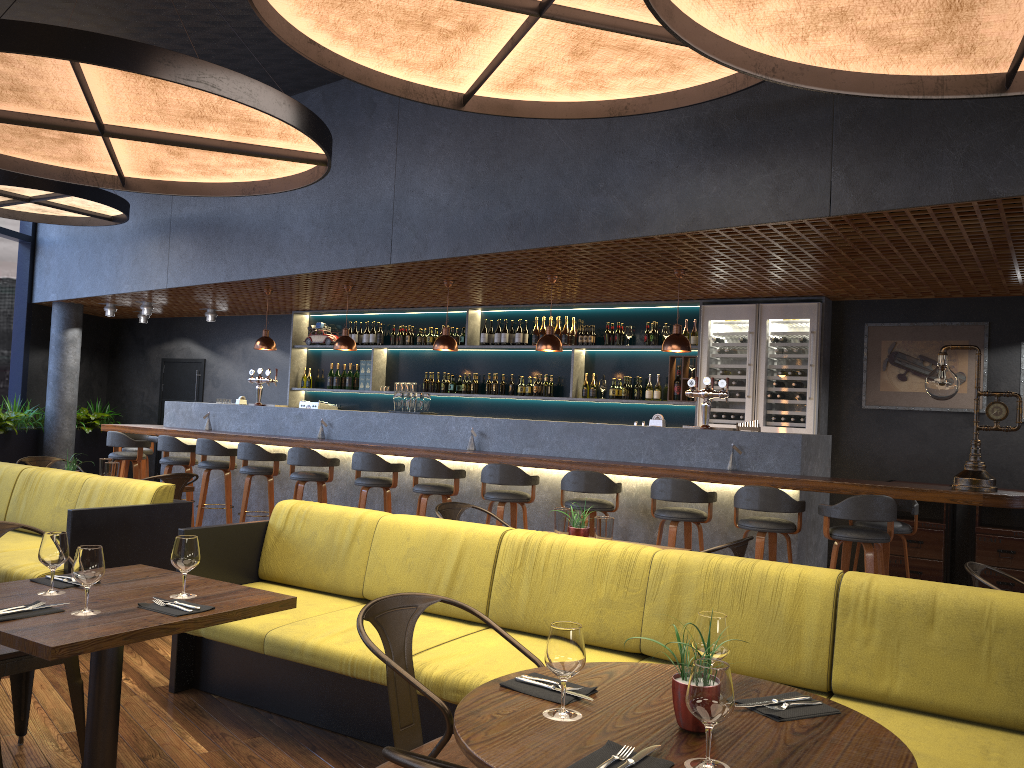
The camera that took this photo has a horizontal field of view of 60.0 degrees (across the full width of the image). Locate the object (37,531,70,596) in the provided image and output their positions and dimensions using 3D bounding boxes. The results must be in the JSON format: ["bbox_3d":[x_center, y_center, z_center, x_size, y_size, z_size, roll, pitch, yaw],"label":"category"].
[{"bbox_3d":[-1.566,0.611,3.029,0.097,0.206,0.097,2,-2,24],"label":"object"}]

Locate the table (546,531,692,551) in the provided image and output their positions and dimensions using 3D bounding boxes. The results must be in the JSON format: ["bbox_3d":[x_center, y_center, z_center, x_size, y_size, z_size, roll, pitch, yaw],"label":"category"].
[{"bbox_3d":[0.337,1.242,4.650,0.906,0.763,0.887,2,-2,32],"label":"table"}]

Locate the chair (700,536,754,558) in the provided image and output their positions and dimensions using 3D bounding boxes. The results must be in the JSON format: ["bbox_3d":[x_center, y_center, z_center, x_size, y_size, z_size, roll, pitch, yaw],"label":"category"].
[{"bbox_3d":[0.881,1.179,4.340,0.541,0.917,0.504,2,-2,32],"label":"chair"}]

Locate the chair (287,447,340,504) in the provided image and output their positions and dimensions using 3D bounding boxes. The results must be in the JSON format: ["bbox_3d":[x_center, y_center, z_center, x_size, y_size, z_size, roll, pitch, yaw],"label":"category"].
[{"bbox_3d":[-1.898,1.112,8.290,0.438,1.048,0.483,4,-2,-38],"label":"chair"}]

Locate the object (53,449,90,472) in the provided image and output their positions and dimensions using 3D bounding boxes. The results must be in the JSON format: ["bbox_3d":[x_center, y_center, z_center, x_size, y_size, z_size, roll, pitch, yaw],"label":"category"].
[{"bbox_3d":[-3.242,0.612,6.520,0.260,0.271,0.238,1,-2,37],"label":"object"}]

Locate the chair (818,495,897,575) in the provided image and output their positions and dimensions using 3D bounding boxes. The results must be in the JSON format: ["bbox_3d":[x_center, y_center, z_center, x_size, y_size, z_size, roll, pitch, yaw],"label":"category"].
[{"bbox_3d":[2.238,1.230,5.795,0.483,1.048,0.438,2,-2,24],"label":"chair"}]

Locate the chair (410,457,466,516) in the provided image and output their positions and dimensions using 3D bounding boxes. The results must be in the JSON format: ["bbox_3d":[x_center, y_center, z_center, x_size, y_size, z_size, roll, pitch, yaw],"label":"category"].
[{"bbox_3d":[-0.676,1.149,7.600,0.438,1.048,0.483,4,-2,-29],"label":"chair"}]

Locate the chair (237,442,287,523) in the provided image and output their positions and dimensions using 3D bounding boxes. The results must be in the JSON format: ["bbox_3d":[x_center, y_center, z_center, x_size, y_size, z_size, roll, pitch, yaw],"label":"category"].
[{"bbox_3d":[-2.493,1.097,8.709,0.438,1.048,0.483,4,-2,-29],"label":"chair"}]

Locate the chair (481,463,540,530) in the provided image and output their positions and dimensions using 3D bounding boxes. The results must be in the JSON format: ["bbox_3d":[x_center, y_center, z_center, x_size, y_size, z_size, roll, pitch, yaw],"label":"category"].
[{"bbox_3d":[-0.031,1.168,7.244,0.483,1.048,0.438,3,-2,-8],"label":"chair"}]

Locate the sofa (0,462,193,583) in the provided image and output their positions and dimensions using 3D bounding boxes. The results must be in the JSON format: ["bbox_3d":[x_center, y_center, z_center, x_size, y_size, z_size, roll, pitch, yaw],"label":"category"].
[{"bbox_3d":[-3.577,1.020,5.963,3.061,0.914,0.966,2,-2,32],"label":"sofa"}]

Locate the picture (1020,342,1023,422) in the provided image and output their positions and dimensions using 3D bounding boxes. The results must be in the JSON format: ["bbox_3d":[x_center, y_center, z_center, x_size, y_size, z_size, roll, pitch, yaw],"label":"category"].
[{"bbox_3d":[4.873,-0.007,7.455,1.039,0.697,0.028,2,-2,32],"label":"picture"}]

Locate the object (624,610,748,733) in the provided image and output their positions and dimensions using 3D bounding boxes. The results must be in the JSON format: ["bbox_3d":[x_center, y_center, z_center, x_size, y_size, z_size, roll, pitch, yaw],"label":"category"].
[{"bbox_3d":[0.419,0.638,2.010,0.238,0.271,0.260,4,-2,-37],"label":"object"}]

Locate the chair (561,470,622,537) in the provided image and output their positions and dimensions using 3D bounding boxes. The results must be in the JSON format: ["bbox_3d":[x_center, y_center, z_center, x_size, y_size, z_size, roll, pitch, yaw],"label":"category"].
[{"bbox_3d":[0.579,1.186,6.889,0.438,1.048,0.483,5,-3,-44],"label":"chair"}]

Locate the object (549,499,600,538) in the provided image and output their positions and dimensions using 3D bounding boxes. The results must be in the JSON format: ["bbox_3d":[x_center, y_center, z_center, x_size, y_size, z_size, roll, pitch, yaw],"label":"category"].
[{"bbox_3d":[0.354,0.725,4.673,0.238,0.271,0.260,4,-2,-37],"label":"object"}]

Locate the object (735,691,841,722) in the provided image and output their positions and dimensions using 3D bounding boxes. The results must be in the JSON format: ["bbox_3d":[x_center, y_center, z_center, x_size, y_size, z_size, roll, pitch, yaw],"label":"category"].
[{"bbox_3d":[0.658,0.785,2.168,0.255,0.019,0.157,4,-2,-26],"label":"object"}]

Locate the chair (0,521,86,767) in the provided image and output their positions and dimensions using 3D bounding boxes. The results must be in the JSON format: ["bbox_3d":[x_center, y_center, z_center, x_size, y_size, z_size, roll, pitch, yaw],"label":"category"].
[{"bbox_3d":[-1.949,1.008,3.372,0.541,0.917,0.504,2,-2,32],"label":"chair"}]

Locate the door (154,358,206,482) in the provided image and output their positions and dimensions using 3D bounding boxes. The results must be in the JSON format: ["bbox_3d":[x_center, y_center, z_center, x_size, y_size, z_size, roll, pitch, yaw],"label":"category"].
[{"bbox_3d":[-5.108,0.634,13.653,1.012,2.056,0.137,2,-2,32],"label":"door"}]

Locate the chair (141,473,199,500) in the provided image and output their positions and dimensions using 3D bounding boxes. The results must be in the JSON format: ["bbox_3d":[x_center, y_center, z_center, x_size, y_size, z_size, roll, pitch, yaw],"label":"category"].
[{"bbox_3d":[-2.584,1.080,6.394,0.541,0.917,0.504,2,-2,32],"label":"chair"}]

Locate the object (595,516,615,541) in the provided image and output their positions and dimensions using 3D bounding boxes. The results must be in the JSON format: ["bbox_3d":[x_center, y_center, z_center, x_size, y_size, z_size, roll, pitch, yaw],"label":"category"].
[{"bbox_3d":[0.470,0.773,4.547,0.102,0.178,0.102,2,-2,18],"label":"object"}]

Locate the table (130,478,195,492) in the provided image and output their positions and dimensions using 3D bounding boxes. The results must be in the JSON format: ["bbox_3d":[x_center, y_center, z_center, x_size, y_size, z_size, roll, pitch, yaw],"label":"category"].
[{"bbox_3d":[-3.110,1.146,6.763,0.887,0.763,0.906,2,-2,32],"label":"table"}]

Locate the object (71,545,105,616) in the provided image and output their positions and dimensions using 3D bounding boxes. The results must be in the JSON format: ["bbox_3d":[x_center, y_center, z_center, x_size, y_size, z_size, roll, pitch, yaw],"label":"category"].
[{"bbox_3d":[-1.330,0.614,2.781,0.097,0.206,0.097,2,-2,32],"label":"object"}]

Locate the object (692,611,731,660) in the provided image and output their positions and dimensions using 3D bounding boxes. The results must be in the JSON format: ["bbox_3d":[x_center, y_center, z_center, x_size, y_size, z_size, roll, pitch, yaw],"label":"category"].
[{"bbox_3d":[0.502,0.685,2.240,0.097,0.206,0.097,3,-2,-16],"label":"object"}]

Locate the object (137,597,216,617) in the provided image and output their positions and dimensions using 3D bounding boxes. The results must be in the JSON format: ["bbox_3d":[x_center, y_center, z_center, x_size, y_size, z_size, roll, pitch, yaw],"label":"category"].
[{"bbox_3d":[-1.114,0.723,2.905,0.255,0.019,0.157,2,-2,32],"label":"object"}]

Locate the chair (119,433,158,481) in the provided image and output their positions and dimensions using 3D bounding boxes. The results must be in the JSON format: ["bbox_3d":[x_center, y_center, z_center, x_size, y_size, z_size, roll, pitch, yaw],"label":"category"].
[{"bbox_3d":[-4.571,1.066,10.779,0.483,1.048,0.438,4,-2,-29],"label":"chair"}]

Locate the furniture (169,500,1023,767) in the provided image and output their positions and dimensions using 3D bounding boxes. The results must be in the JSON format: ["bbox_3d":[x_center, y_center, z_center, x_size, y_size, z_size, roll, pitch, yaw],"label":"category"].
[{"bbox_3d":[0.906,1.079,1.223,7.462,0.914,4.895,2,-2,27],"label":"furniture"}]

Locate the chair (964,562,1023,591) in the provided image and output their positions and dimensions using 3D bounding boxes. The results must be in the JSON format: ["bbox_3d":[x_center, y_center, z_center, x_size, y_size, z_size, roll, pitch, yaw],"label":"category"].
[{"bbox_3d":[2.106,1.213,3.559,0.541,0.917,0.504,2,-2,32],"label":"chair"}]

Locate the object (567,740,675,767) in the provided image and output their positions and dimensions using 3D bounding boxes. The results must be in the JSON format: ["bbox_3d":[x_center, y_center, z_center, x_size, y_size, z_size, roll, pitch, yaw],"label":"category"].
[{"bbox_3d":[0.219,0.749,1.758,0.157,0.019,0.255,1,-2,34],"label":"object"}]

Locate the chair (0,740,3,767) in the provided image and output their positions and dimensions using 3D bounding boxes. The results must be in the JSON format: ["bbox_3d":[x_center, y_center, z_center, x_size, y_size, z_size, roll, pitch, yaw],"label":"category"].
[{"bbox_3d":[-1.719,0.987,2.418,0.504,0.917,0.541,2,-2,32],"label":"chair"}]

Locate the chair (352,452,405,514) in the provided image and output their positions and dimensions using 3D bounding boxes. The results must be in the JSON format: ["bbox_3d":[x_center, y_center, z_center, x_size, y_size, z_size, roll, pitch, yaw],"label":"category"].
[{"bbox_3d":[-1.227,1.135,8.008,0.483,1.048,0.438,3,-2,3],"label":"chair"}]

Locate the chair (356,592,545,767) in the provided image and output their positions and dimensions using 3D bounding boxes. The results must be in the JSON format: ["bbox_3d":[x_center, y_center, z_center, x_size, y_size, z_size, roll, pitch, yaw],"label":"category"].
[{"bbox_3d":[-0.149,1.062,2.361,0.541,0.917,0.504,2,-2,32],"label":"chair"}]

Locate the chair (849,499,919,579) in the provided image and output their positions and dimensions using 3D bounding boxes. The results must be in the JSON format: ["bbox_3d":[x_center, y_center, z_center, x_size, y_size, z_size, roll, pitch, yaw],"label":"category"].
[{"bbox_3d":[2.633,1.268,6.357,0.483,1.048,0.438,3,-2,3],"label":"chair"}]

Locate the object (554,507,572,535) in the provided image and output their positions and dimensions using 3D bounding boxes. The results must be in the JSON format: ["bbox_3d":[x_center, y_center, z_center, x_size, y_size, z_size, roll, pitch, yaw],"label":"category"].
[{"bbox_3d":[0.279,0.775,4.883,0.102,0.178,0.102,4,-2,-22],"label":"object"}]

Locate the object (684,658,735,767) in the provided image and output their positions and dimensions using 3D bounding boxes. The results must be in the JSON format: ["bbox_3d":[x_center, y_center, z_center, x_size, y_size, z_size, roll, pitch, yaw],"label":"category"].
[{"bbox_3d":[0.397,0.665,1.781,0.097,0.206,0.097,3,-2,-19],"label":"object"}]

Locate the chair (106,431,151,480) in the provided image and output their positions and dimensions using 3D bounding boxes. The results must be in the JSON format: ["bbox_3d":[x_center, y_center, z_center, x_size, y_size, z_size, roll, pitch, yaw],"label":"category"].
[{"bbox_3d":[-4.267,1.049,9.839,0.483,1.048,0.438,3,-2,3],"label":"chair"}]

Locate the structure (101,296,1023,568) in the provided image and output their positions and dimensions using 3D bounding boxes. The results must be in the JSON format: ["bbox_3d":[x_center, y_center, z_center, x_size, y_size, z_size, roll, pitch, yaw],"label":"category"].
[{"bbox_3d":[-0.078,0.397,8.939,9.298,2.700,2.700,2,-2,32],"label":"structure"}]

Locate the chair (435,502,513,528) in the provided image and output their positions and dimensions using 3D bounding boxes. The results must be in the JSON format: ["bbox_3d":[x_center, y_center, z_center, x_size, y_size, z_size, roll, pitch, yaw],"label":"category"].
[{"bbox_3d":[-0.175,1.150,4.999,0.541,0.917,0.504,2,-2,32],"label":"chair"}]

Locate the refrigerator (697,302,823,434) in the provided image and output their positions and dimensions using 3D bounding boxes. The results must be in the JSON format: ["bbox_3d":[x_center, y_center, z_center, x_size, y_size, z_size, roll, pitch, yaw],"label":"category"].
[{"bbox_3d":[2.439,0.280,8.731,1.159,2.109,0.454,2,-2,32],"label":"refrigerator"}]

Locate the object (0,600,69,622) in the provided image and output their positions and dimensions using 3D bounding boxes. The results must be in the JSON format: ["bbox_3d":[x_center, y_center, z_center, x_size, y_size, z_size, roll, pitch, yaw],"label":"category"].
[{"bbox_3d":[-1.507,0.699,2.752,0.157,0.019,0.255,2,-2,32],"label":"object"}]

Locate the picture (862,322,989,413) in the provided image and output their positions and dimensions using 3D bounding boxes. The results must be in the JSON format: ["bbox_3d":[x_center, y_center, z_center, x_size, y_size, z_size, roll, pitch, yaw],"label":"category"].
[{"bbox_3d":[3.779,-0.161,8.146,1.039,0.809,0.028,2,-2,32],"label":"picture"}]

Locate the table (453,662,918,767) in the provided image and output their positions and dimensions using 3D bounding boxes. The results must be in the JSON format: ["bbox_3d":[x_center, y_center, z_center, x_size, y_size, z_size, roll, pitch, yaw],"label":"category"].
[{"bbox_3d":[0.353,1.154,2.005,1.007,0.760,1.007,4,-2,-21],"label":"table"}]

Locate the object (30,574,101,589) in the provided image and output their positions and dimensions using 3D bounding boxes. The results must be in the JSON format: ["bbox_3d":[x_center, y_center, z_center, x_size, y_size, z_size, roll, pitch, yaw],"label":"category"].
[{"bbox_3d":[-1.597,0.709,3.198,0.255,0.019,0.157,2,-2,32],"label":"object"}]

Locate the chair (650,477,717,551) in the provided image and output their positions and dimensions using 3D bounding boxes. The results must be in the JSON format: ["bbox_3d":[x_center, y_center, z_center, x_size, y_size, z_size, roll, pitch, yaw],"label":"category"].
[{"bbox_3d":[1.241,1.204,6.483,0.483,1.048,0.438,3,-2,3],"label":"chair"}]

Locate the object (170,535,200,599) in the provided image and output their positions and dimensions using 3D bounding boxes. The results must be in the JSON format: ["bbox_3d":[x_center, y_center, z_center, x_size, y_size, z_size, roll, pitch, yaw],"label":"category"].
[{"bbox_3d":[-1.135,0.634,3.081,0.097,0.206,0.097,2,-2,24],"label":"object"}]

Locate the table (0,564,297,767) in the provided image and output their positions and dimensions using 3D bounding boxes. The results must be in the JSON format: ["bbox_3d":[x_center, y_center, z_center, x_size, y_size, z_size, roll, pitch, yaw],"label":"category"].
[{"bbox_3d":[-1.396,1.102,2.991,0.887,0.763,0.906,2,-2,32],"label":"table"}]

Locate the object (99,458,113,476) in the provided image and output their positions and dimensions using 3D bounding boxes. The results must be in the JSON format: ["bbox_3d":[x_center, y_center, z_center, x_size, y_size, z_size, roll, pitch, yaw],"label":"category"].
[{"bbox_3d":[-3.197,0.676,6.974,0.102,0.178,0.102,4,-2,-22],"label":"object"}]

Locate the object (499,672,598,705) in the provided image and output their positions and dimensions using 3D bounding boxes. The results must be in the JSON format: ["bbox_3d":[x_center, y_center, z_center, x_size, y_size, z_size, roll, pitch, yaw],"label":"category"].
[{"bbox_3d":[0.110,0.760,2.220,0.255,0.019,0.157,1,-2,39],"label":"object"}]

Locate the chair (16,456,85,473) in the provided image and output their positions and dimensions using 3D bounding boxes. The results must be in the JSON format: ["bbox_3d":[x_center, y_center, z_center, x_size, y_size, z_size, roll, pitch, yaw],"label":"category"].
[{"bbox_3d":[-3.656,1.050,7.063,0.541,0.917,0.504,2,-2,32],"label":"chair"}]

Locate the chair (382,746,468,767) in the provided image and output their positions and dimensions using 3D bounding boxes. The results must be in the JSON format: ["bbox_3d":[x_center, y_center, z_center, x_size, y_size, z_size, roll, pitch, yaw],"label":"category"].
[{"bbox_3d":[0.045,1.043,1.500,0.504,0.917,0.541,2,-2,32],"label":"chair"}]

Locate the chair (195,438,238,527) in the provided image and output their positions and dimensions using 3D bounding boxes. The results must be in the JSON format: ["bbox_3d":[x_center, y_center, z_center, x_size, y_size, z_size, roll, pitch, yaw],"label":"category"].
[{"bbox_3d":[-3.033,1.085,9.136,0.483,1.048,0.438,3,-2,3],"label":"chair"}]

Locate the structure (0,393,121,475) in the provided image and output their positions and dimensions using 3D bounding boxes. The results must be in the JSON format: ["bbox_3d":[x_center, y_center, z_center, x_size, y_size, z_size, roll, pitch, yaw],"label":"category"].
[{"bbox_3d":[-7.469,0.609,6.803,0.808,1.413,17.112,3,-2,7],"label":"structure"}]

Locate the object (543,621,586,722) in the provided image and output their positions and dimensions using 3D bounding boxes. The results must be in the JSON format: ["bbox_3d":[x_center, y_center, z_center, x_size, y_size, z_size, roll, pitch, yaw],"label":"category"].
[{"bbox_3d":[0.121,0.660,2.049,0.097,0.206,0.097,4,-2,-33],"label":"object"}]

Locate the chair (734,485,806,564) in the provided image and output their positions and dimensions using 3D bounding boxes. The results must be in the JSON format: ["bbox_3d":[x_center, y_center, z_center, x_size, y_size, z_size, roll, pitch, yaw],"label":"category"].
[{"bbox_3d":[1.733,1.215,6.097,0.438,1.048,0.483,4,-2,-29],"label":"chair"}]

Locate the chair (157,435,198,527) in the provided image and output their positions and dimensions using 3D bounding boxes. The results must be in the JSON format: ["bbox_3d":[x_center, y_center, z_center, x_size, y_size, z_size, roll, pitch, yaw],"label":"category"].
[{"bbox_3d":[-3.546,1.071,9.441,0.483,1.048,0.438,3,-2,3],"label":"chair"}]
